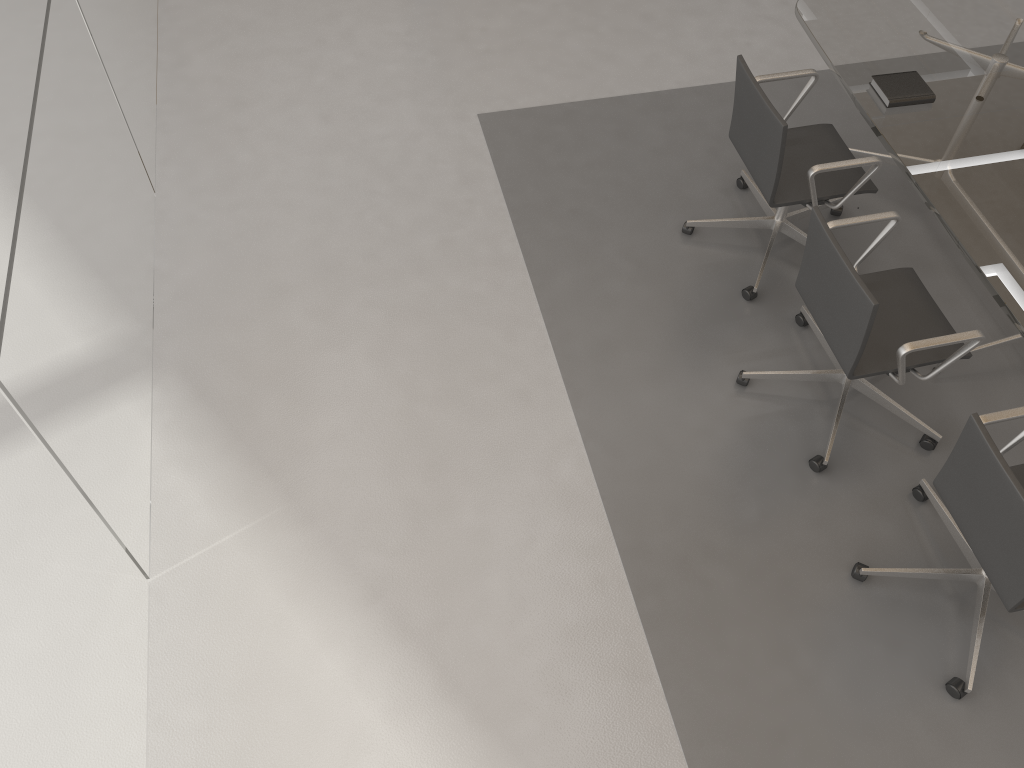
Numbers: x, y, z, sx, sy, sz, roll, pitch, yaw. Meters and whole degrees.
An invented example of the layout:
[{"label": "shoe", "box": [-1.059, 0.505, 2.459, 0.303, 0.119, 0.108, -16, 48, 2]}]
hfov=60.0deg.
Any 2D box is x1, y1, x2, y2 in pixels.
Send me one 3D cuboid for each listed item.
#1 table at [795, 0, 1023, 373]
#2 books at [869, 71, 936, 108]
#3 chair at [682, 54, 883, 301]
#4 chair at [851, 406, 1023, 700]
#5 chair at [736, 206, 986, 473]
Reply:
[{"label": "table", "box": [2.089, -0.343, 3.198, 1.372, 0.721, 3.054, -10, 55, -8]}, {"label": "books", "box": [1.434, -1.082, 3.259, 0.183, 0.032, 0.164, -8, 54, -7]}, {"label": "chair", "box": [1.159, -0.868, 3.516, 0.710, 0.805, 0.731, -25, 58, -18]}, {"label": "chair", "box": [1.535, 0.420, 2.580, 0.710, 0.805, 0.731, -25, 58, -18]}, {"label": "chair", "box": [1.274, -0.215, 3.040, 0.710, 0.805, 0.731, -25, 58, -18]}]
